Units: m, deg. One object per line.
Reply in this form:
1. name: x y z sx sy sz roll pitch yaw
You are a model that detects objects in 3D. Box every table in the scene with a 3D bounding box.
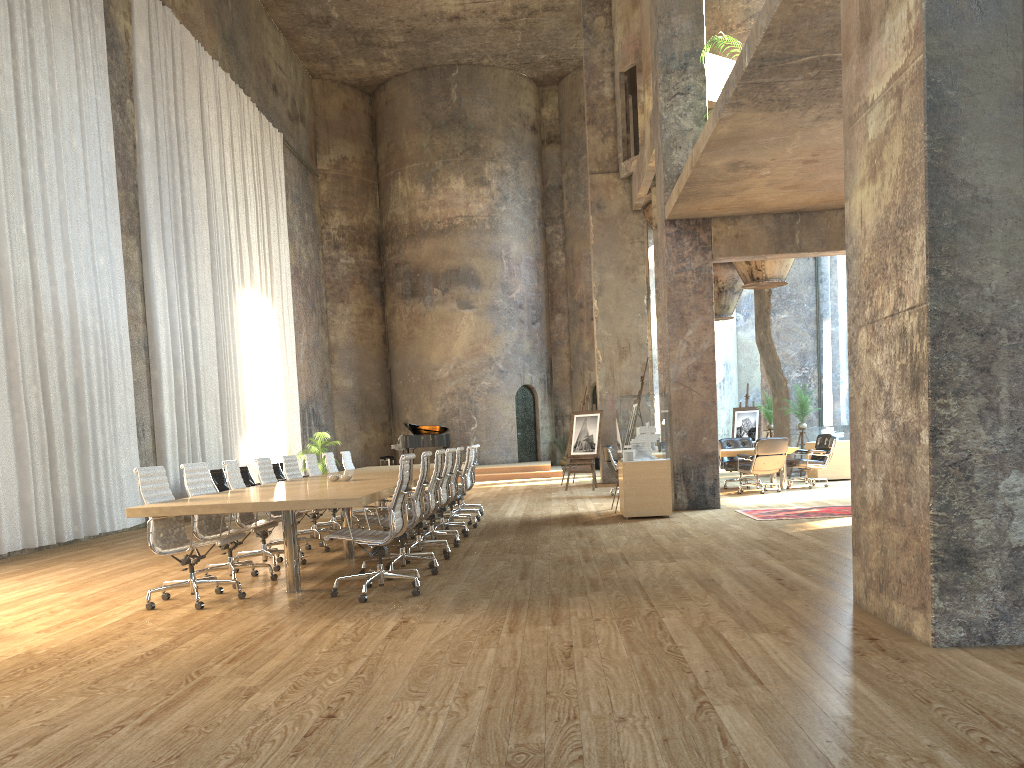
1. table: -1.592 1.394 9.708 1.601 0.762 7.688 -3 -3 3
2. table: 3.525 1.481 14.958 2.410 0.705 1.100 -3 -1 3

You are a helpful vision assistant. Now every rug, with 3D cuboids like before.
1. rug: 4.090 1.544 10.727 2.463 0.009 1.341 -3 -3 3

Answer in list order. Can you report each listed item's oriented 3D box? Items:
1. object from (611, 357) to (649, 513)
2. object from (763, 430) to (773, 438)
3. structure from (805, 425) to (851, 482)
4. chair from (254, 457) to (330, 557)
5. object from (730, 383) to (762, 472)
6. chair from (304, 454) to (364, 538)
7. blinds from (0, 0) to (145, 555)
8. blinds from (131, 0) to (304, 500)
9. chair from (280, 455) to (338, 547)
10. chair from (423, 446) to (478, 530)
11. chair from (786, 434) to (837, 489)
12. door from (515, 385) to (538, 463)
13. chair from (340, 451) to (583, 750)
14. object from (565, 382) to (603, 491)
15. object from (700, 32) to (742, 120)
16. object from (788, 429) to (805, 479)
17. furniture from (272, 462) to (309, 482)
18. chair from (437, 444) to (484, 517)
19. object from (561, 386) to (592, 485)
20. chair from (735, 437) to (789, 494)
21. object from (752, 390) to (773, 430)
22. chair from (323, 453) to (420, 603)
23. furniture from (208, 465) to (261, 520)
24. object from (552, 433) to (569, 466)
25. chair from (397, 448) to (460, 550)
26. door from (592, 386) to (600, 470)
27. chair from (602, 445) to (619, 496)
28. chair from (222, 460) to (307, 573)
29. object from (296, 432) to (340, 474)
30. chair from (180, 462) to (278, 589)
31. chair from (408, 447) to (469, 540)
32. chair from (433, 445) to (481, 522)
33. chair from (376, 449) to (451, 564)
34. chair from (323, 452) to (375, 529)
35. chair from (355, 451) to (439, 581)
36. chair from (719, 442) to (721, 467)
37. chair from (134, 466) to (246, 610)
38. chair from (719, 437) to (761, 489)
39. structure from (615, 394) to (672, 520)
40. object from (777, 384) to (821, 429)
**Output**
1. object: 1.693 0.710 12.166 0.685 2.162 0.696 -3 4 2
2. object: 5.919 1.527 19.974 0.658 0.979 0.567 -3 2 -3
3. structure: 5.974 1.291 16.451 0.735 1.021 0.739 -3 2 3
4. chair: -2.287 1.266 9.175 0.699 1.032 0.661 -3 2 8
5. object: 5.646 1.047 21.095 0.702 2.162 0.678 -1 4 32
6. chair: -2.204 1.369 10.948 0.699 1.032 0.661 -3 2 8
7. blinds: -5.943 -2.442 9.134 0.275 8.700 7.789 -3 1 4
8. blinds: -5.542 -1.945 17.747 0.275 8.700 7.789 -3 1 4
9. chair: -2.243 1.317 10.053 0.700 1.032 0.661 -3 2 11
10. chair: -0.794 1.301 11.009 0.699 1.032 0.661 -3 2 2
11. chair: 5.007 1.307 14.872 0.820 0.899 0.726 -3 1 -3
12. door: 0.379 1.174 26.071 0.897 2.312 0.091 -5 5 -39
13. chair: 0.712 1.328 12.605 12.953 1.037 31.395 -3 -3 3
14. object: 1.467 1.027 17.249 0.702 2.162 0.678 0 4 35
15. object: 3.057 -3.348 10.851 1.403 1.821 1.348 -3 2 9
16. object: 5.881 1.378 17.466 0.571 0.979 0.654 -1 3 39
17. furniture: -4.316 1.944 17.239 0.708 0.846 1.865 -3 -2 3
18. chair: -0.758 1.402 12.726 0.699 1.032 0.661 -3 2 8
19. object: 1.449 1.141 19.137 0.685 2.162 0.695 -1 4 29
20. chair: 3.996 1.320 14.237 0.727 0.898 0.820 -3 1 -24
21. object: 5.816 0.578 19.932 0.689 0.946 0.854 -2 1 23
22. chair: -1.013 1.038 6.448 0.699 1.032 0.661 -3 2 8
23. furniture: -4.427 1.806 14.859 0.708 0.846 1.865 -3 -2 3
24. object: 1.615 1.966 26.488 0.913 0.997 0.902 -3 1 14
25. chair: -0.887 1.197 9.203 0.700 1.032 0.661 -3 2 11
26. door: 2.746 1.215 25.955 0.902 2.650 0.110 1 5 45
27. chair: 1.970 1.470 15.040 0.820 0.899 0.726 -3 1 -1
28. chair: -2.319 1.212 8.245 0.699 1.032 0.661 -3 2 2
29. object: -4.525 1.860 20.748 1.091 1.466 1.124 -3 1 -6
30. chair: -2.359 1.163 7.392 0.700 1.032 0.661 -3 2 11
31. chair: -0.843 1.248 10.080 0.699 1.032 0.661 -3 2 8
32. chair: -0.763 1.351 11.863 0.700 1.032 0.661 -3 2 11
33. chair: -0.926 1.145 8.307 0.699 1.032 0.661 -3 2 8
34. chair: -2.163 1.421 11.863 0.699 1.032 0.661 -3 2 6
35. chair: -0.967 1.093 7.392 0.699 1.032 0.661 -3 2 6
36. chair: 2.986 1.372 14.258 0.729 0.898 0.818 -3 1 -3
37. chair: -2.370 1.112 6.529 0.699 1.032 0.661 -3 2 8
38. chair: 4.067 1.403 15.683 0.730 0.898 0.817 -3 1 3
39. structure: 1.686 0.931 11.297 0.594 1.558 0.738 -3 3 3
40. object: 5.682 0.438 17.482 0.859 0.946 0.684 -3 2 5
